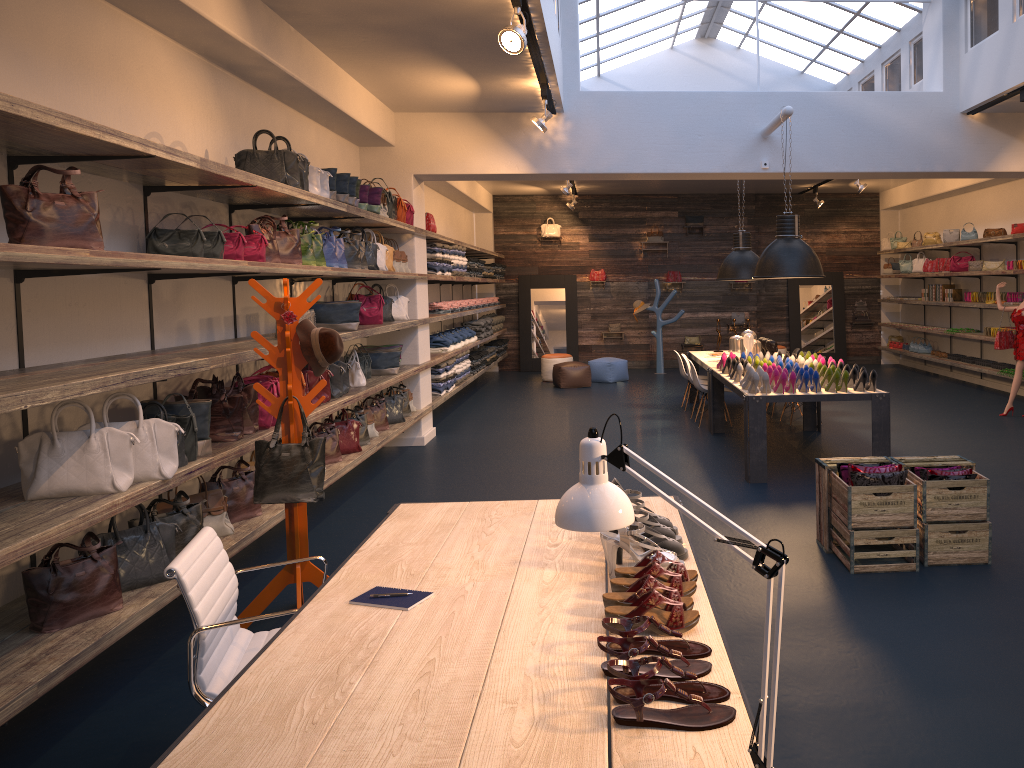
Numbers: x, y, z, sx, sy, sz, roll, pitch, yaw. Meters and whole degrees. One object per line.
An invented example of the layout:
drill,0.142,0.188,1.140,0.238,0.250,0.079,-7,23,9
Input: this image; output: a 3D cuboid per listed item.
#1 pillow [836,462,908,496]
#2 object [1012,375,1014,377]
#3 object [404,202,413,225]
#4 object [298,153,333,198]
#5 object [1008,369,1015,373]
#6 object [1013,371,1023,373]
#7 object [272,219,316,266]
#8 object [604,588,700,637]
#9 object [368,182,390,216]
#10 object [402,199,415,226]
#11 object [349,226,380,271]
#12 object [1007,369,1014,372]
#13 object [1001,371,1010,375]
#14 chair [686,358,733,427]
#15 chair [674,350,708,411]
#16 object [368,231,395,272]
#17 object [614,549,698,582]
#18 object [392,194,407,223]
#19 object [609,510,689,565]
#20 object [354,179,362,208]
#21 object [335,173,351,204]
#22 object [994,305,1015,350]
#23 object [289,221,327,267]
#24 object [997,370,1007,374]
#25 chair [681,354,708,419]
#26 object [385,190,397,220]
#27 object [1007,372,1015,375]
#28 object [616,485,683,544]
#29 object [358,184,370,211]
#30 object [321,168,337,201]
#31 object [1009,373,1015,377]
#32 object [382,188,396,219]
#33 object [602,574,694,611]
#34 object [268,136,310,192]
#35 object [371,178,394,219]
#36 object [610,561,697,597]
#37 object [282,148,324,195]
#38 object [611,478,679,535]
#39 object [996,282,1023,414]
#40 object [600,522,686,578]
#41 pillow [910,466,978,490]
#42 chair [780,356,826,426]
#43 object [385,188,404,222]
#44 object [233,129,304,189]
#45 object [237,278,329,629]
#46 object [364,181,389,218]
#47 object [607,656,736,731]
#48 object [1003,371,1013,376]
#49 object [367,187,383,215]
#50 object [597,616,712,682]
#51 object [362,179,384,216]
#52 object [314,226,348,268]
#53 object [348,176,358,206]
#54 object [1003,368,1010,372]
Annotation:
pillow,2.151,0.631,5.234,0.358,0.348,0.438,-1,5,2
object,6.943,-0.122,11.884,0.239,0.058,0.082,-2,5,-7
object,-1.163,-1.750,8.939,0.241,0.283,0.321,2,6,38
object,-1.489,-1.467,6.149,0.433,0.330,0.190,-1,4,-6
object,7.025,-0.176,12.101,0.233,0.064,0.086,0,5,5
object,7.042,-0.165,12.007,0.233,0.067,0.086,0,5,5
object,-1.486,-0.954,5.899,0.181,0.321,0.409,2,6,41
object,0.379,0.608,2.333,0.264,0.116,0.098,-2,4,-8
object,-1.270,-1.683,7.985,0.299,0.351,0.134,-1,3,-5
object,-1.166,-1.780,9.041,0.268,0.309,0.201,-4,5,-37
object,-1.323,-1.168,7.494,0.177,0.384,0.461,2,5,40
object,7.061,-0.184,12.189,0.233,0.068,0.085,0,5,5
object,6.987,-0.161,12.233,0.239,0.058,0.082,-2,5,-7
chair,2.370,0.089,10.419,0.548,0.799,0.465,-1,4,0
chair,2.468,-0.060,11.757,0.548,0.799,0.465,-1,4,0
object,-1.265,-1.234,8.087,0.177,0.384,0.461,2,5,40
object,0.446,0.569,2.680,0.256,0.116,0.101,-1,4,3
object,-1.212,-1.761,8.771,0.274,0.329,0.209,-4,5,-40
object,0.459,0.488,2.934,0.290,0.223,0.115,-2,4,-12
object,-1.399,-1.504,6.877,0.425,0.235,0.175,-1,4,-6
object,-1.411,-1.467,6.519,0.417,0.231,0.178,-1,4,0
object,6.201,-0.712,10.914,0.341,0.551,0.084,-3,3,-26
object,-1.463,-0.992,6.168,0.199,0.337,0.408,2,6,40
object,6.989,-0.172,12.326,0.239,0.058,0.082,-2,5,-7
chair,2.441,0.014,11.085,0.534,0.799,0.477,-1,4,8
object,-1.299,-1.741,8.491,0.370,0.338,0.221,0,4,6
object,6.968,-0.141,12.052,0.239,0.058,0.082,-2,5,-7
object,0.469,0.471,3.091,0.281,0.223,0.119,-1,3,-1
object,-1.391,-1.544,7.241,0.425,0.235,0.175,-1,4,-6
object,-1.431,-1.451,6.329,0.321,0.244,0.193,1,4,19
object,6.945,-0.131,11.960,0.239,0.058,0.082,-2,5,-7
object,-1.297,-1.720,8.301,0.263,0.337,0.317,3,6,44
object,0.386,0.595,2.453,0.253,0.116,0.103,0,4,7
object,-1.549,-1.446,5.731,0.427,0.385,0.192,-1,3,-1
object,-1.256,-1.727,8.123,0.299,0.409,0.134,-1,3,-5
object,0.420,0.582,2.563,0.265,0.116,0.098,-2,4,-10
object,-1.509,-1.445,5.946,0.436,0.330,0.188,-2,4,-8
object,0.478,0.456,3.225,0.282,0.223,0.118,-1,3,-2
object,6.289,-0.427,10.677,0.365,1.659,0.706,-2,3,-18
object,0.423,0.504,2.794,0.289,0.223,0.115,-2,4,-11
pillow,2.639,0.645,5.365,0.309,0.318,0.460,-1,5,3
chair,3.509,0.069,10.471,0.557,0.799,0.457,-1,4,-6
object,-1.227,-1.773,8.637,0.274,0.384,0.209,-4,5,-40
object,-1.551,-1.426,5.537,0.435,0.385,0.188,-2,3,-8
object,-1.088,0.341,4.321,0.416,1.724,0.476,0,3,28
object,-1.289,-1.660,7.811,0.344,0.334,0.169,0,4,10
object,0.349,0.668,1.908,0.279,0.090,0.215,-1,6,0
object,6.964,-0.151,12.141,0.239,0.058,0.082,-2,5,-7
object,-1.310,-1.567,7.444,0.417,0.235,0.178,-1,4,0
object,0.356,0.642,2.145,0.279,0.090,0.226,0,6,4
object,-1.306,-1.642,7.646,0.344,0.334,0.169,0,4,10
object,-1.409,-1.051,6.696,0.199,0.337,0.408,2,6,40
object,-1.393,-1.486,6.691,0.428,0.231,0.174,-2,4,-9
object,7.043,-0.195,12.282,0.235,0.063,0.084,-1,5,2
